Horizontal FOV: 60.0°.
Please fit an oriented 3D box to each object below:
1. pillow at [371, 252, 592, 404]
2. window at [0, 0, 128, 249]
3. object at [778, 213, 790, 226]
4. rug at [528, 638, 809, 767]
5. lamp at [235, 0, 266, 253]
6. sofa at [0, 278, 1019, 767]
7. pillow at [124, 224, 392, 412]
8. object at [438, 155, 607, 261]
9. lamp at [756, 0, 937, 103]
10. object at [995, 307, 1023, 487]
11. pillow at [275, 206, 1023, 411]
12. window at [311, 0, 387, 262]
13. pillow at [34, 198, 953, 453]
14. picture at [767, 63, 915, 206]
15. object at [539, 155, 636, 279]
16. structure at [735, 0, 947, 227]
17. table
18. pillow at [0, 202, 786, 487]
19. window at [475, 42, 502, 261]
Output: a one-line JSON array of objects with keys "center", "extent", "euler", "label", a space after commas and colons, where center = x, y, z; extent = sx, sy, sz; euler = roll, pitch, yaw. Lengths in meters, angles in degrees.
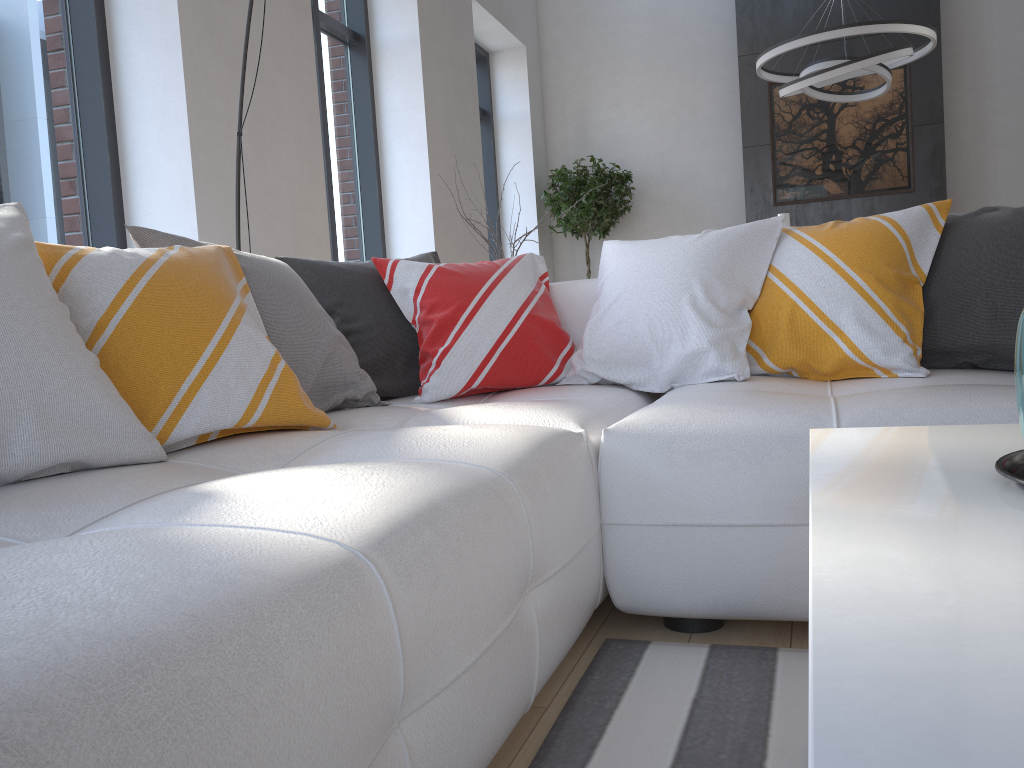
[{"center": [0.725, -0.198, 2.206], "extent": [2.250, 0.449, 0.575], "euler": [-3, 4, 16], "label": "pillow"}, {"center": [-1.869, -1.263, 2.893], "extent": [0.170, 2.402, 1.310], "euler": [-3, 4, 19], "label": "window"}, {"center": [0.785, -0.331, 2.817], "extent": [0.316, 0.398, 0.319], "euler": [0, 5, 43], "label": "object"}, {"center": [1.014, 0.495, 0.517], "extent": [2.326, 0.016, 1.662], "euler": [-3, 4, 19], "label": "rug"}, {"center": [-0.396, -0.851, 2.379], "extent": [0.710, 2.647, 3.199], "euler": [-6, 4, -35], "label": "lamp"}, {"center": [0.567, 0.108, 1.419], "extent": [3.424, 0.732, 2.614], "euler": [-3, 4, 19], "label": "sofa"}, {"center": [0.709, -0.205, 1.860], "extent": [2.953, 0.453, 0.647], "euler": [-3, 4, 7], "label": "pillow"}, {"center": [-0.013, -0.473, 3.157], "extent": [0.607, 0.744, 0.406], "euler": [-6, 4, -31], "label": "object"}, {"center": [1.831, -3.959, 5.135], "extent": [1.000, 4.513, 1.000], "euler": [-2, 4, 21], "label": "lamp"}, {"center": [0.544, -0.056, 0.662], "extent": [0.330, 0.265, 0.330], "euler": [0, 5, 43], "label": "object"}, {"center": [0.412, -0.209, 2.302], "extent": [2.120, 0.436, 0.608], "euler": [-3, 4, 15], "label": "pillow"}, {"center": [-1.139, -1.452, 5.065], "extent": [0.170, 2.402, 1.310], "euler": [-3, 4, 19], "label": "window"}, {"center": [0.053, -0.141, 1.861], "extent": [2.095, 0.440, 0.630], "euler": [-6, 4, -24], "label": "pillow"}, {"center": [2.592, -1.963, 7.011], "extent": [1.056, 0.990, 0.026], "euler": [-3, 4, 19], "label": "picture"}, {"center": [0.695, -0.954, 7.656], "extent": [0.801, 2.019, 0.813], "euler": [-2, 4, 22], "label": "object"}, {"center": [2.501, -3.195, 6.907], "extent": [1.500, 6.351, 0.722], "euler": [-3, 4, 19], "label": "structure"}, {"center": [0.740, 0.295, 0.463], "extent": [1.091, 0.435, 1.091], "euler": [-3, 4, 19], "label": "table"}, {"center": [-0.215, -0.130, 1.688], "extent": [0.580, 0.456, 2.156], "euler": [0, 5, 45], "label": "pillow"}, {"center": [-0.408, -1.640, 7.237], "extent": [0.170, 2.402, 1.310], "euler": [-3, 4, 19], "label": "window"}]
